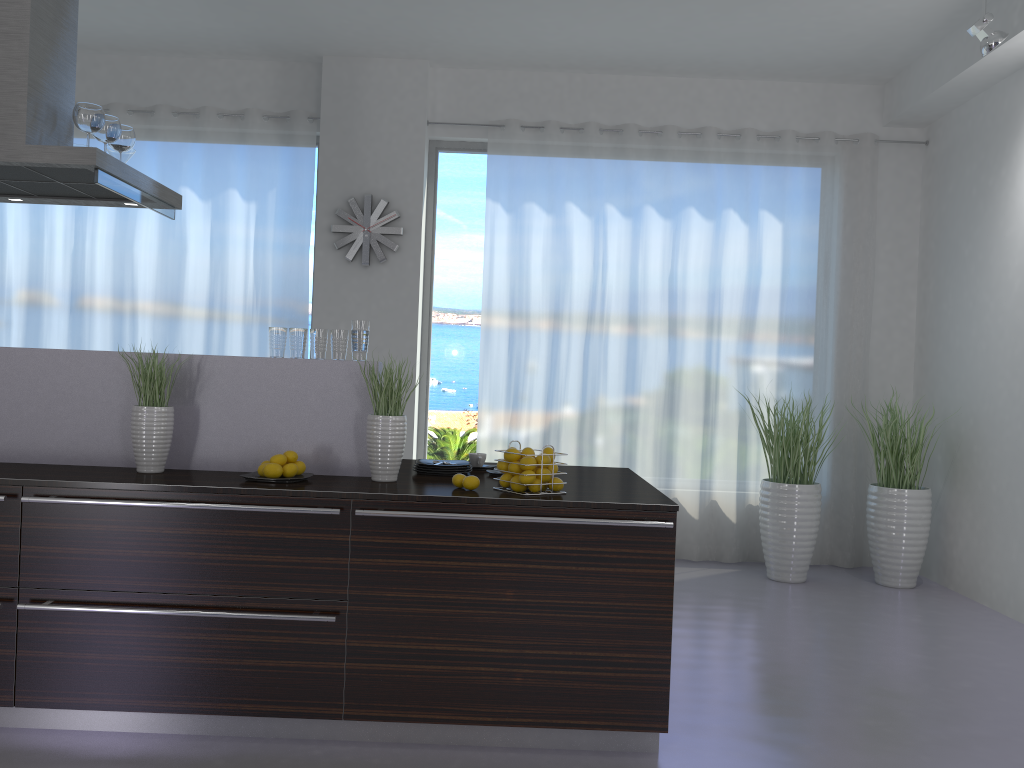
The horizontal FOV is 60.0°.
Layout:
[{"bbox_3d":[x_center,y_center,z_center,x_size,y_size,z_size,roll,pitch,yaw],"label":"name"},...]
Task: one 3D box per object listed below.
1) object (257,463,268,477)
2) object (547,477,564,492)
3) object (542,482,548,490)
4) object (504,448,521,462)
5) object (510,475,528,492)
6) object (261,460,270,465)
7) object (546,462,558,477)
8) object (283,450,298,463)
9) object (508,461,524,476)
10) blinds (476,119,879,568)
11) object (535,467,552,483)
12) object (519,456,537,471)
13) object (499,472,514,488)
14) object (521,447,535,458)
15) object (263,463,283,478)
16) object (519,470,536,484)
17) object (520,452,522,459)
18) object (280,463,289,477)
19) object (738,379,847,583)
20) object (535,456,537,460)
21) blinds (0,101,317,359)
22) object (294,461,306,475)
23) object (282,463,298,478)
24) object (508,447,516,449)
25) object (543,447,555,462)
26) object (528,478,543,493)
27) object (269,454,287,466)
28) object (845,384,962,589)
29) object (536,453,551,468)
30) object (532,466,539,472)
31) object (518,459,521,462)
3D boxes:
[{"bbox_3d":[-0.890,0.313,3.211,0.063,0.051,0.053,2,0,4],"label":"object"},{"bbox_3d":[0.154,0.358,3.159,0.053,0.052,0.062,2,0,39],"label":"object"},{"bbox_3d":[0.103,0.358,3.189,0.061,0.055,0.050,2,0,-44],"label":"object"},{"bbox_3d":[0.001,0.254,3.157,0.053,0.051,0.063,2,0,-43],"label":"object"},{"bbox_3d":[0.028,0.352,3.133,0.064,0.063,0.074,2,0,20],"label":"object"},{"bbox_3d":[-0.898,0.309,3.267,0.052,0.054,0.061,2,0,-43],"label":"object"},{"bbox_3d":[0.138,0.307,3.177,0.061,0.054,0.053,2,0,-44],"label":"object"},{"bbox_3d":[-0.813,0.268,3.253,0.053,0.048,0.063,2,0,-34],"label":"object"},{"bbox_3d":[0.016,0.300,3.145,0.062,0.053,0.052,2,0,-28],"label":"object"},{"bbox_3d":[1.183,-0.291,6.376,2.830,3.112,0.120,2,0,0],"label":"blinds"},{"bbox_3d":[0.109,0.321,3.125,0.061,0.055,0.051,2,0,-21],"label":"object"},{"bbox_3d":[0.056,0.280,3.109,0.061,0.052,0.053,2,0,13],"label":"object"},{"bbox_3d":[-0.016,0.344,3.175,0.060,0.057,0.052,2,0,2],"label":"object"},{"bbox_3d":[0.057,0.253,3.176,0.051,0.053,0.063,2,0,1],"label":"object"},{"bbox_3d":[-0.853,0.310,3.165,0.070,0.058,0.060,2,0,-1],"label":"object"},{"bbox_3d":[0.054,0.326,3.082,0.061,0.054,0.052,2,0,-23],"label":"object"},{"bbox_3d":[0.041,0.272,3.241,0.063,0.051,0.053,2,0,-45],"label":"object"},{"bbox_3d":[-0.841,0.312,3.253,0.057,0.060,0.071,2,0,1],"label":"object"},{"bbox_3d":[1.838,0.634,5.841,0.713,1.334,0.656,2,0,0],"label":"object"},{"bbox_3d":[0.092,0.286,3.200,0.055,0.051,0.061,2,0,-6],"label":"object"},{"bbox_3d":[-3.081,-0.460,6.373,3.245,3.112,0.120,2,0,0],"label":"blinds"},{"bbox_3d":[-0.788,0.309,3.263,0.051,0.053,0.063,2,0,40],"label":"object"},{"bbox_3d":[-0.804,0.313,3.207,0.061,0.054,0.052,2,0,-23],"label":"object"},{"bbox_3d":[-0.002,0.258,3.210,0.052,0.060,0.057,2,0,-12],"label":"object"},{"bbox_3d":[0.131,0.258,3.195,0.050,0.060,0.059,2,0,0],"label":"object"},{"bbox_3d":[0.082,0.355,3.111,0.051,0.053,0.063,2,0,8],"label":"object"},{"bbox_3d":[-0.846,0.277,3.211,0.061,0.047,0.053,2,0,3],"label":"object"},{"bbox_3d":[2.498,0.660,5.874,0.656,1.334,0.713,2,0,-15],"label":"object"},{"bbox_3d":[0.110,0.270,3.131,0.051,0.053,0.063,2,0,13],"label":"object"},{"bbox_3d":[0.084,0.316,3.144,0.051,0.053,0.062,2,0,8],"label":"object"},{"bbox_3d":[0.031,0.297,3.199,0.064,0.053,0.051,2,0,3],"label":"object"}]
